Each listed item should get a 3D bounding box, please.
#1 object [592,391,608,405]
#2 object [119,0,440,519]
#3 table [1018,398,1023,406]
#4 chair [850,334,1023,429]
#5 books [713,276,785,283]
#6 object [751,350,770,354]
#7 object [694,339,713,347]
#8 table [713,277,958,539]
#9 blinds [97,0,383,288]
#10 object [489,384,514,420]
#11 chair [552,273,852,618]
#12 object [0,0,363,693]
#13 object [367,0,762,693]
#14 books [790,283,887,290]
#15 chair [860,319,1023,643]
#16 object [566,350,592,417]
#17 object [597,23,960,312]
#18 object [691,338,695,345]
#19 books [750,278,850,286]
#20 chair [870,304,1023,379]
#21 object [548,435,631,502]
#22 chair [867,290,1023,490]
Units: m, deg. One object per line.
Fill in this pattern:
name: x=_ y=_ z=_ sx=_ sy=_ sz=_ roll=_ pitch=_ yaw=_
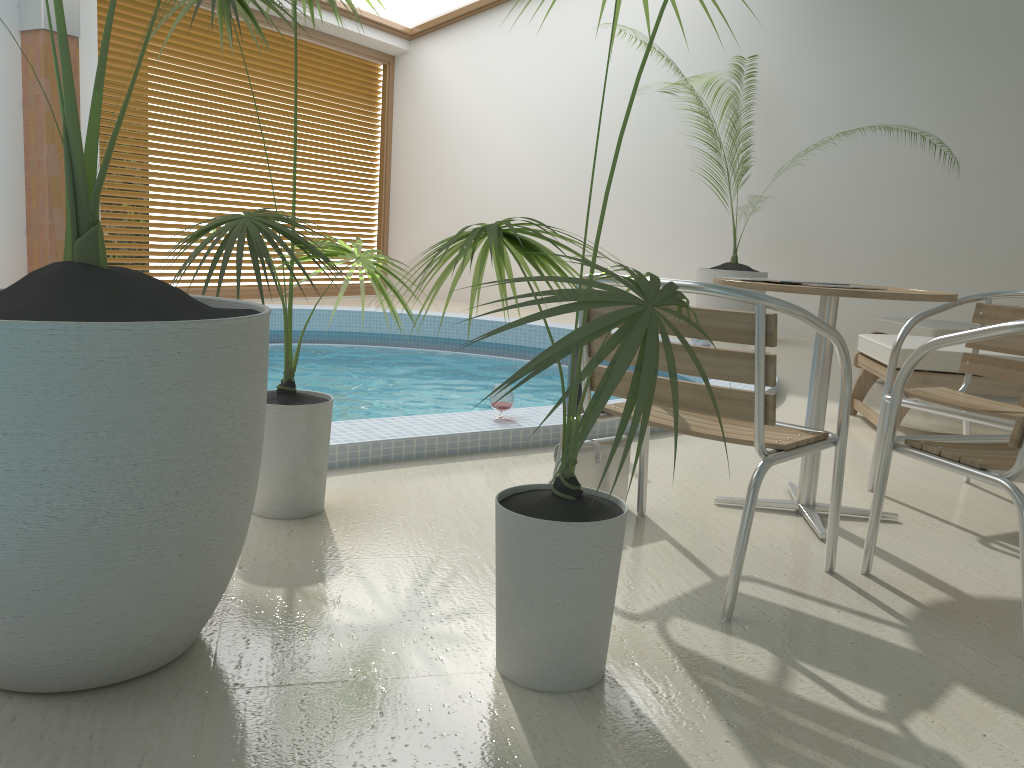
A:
object: x=0.417 y=0.026 z=4.068 sx=0.102 sy=0.137 sz=0.102 roll=11 pitch=12 yaw=38
object: x=-0.653 y=-0.491 z=2.493 sx=0.791 sy=1.695 sz=1.059 roll=6 pitch=10 yaw=17
table: x=2.957 y=0.080 z=4.784 sx=0.283 sy=0.255 sz=0.320 roll=5 pitch=9 yaw=8
chair: x=2.673 y=-0.140 z=4.123 sx=1.903 sy=0.866 sz=0.861 roll=5 pitch=9 yaw=8
books: x=0.760 y=-0.319 z=2.726 sx=0.241 sy=0.004 sz=0.166 roll=0 pitch=10 yaw=-18
object: x=1.906 y=-0.215 z=6.810 sx=0.140 sy=0.069 sz=0.140 roll=3 pitch=9 yaw=-1
object: x=1.436 y=-0.298 z=6.657 sx=0.140 sy=0.069 sz=0.140 roll=3 pitch=9 yaw=-1
table: x=0.951 y=0.054 z=2.762 sx=0.700 sy=0.720 sz=0.700 roll=-4 pitch=12 yaw=-40
blinds: x=-2.889 y=-2.434 z=9.731 sx=0.095 sy=2.921 sz=4.414 roll=9 pitch=11 yaw=30
object: x=-0.042 y=0.071 z=3.621 sx=0.102 sy=0.137 sz=0.102 roll=11 pitch=12 yaw=38
chair: x=0.479 y=0.094 z=2.278 sx=0.618 sy=0.727 sz=0.563 roll=12 pitch=12 yaw=42
object: x=-0.649 y=-0.996 z=1.617 sx=2.729 sy=2.960 sz=2.979 roll=-5 pitch=12 yaw=-42
object: x=0.209 y=-0.288 z=1.546 sx=0.791 sy=1.695 sz=1.059 roll=-1 pitch=10 yaw=-24
books: x=0.951 y=-0.290 z=2.616 sx=0.241 sy=0.004 sz=0.166 roll=0 pitch=10 yaw=-18
chair: x=1.284 y=0.167 z=2.121 sx=0.618 sy=0.727 sz=0.563 roll=0 pitch=10 yaw=-17
object: x=0.288 y=-0.083 z=3.746 sx=0.109 sy=0.435 sz=0.109 roll=-1 pitch=10 yaw=-25
object: x=2.233 y=-1.876 z=8.104 sx=2.979 sy=2.960 sz=2.729 roll=2 pitch=9 yaw=-5
object: x=1.446 y=-0.327 z=6.838 sx=0.140 sy=0.069 sz=0.140 roll=3 pitch=9 yaw=-1
books: x=0.860 y=-0.308 z=2.668 sx=0.241 sy=0.004 sz=0.166 roll=0 pitch=10 yaw=-18
chair: x=3.403 y=-0.358 z=5.740 sx=1.903 sy=0.866 sz=0.861 roll=2 pitch=9 yaw=-8
object: x=0.232 y=0.275 z=2.692 sx=0.272 sy=0.223 sz=0.081 roll=-4 pitch=12 yaw=-39
chair: x=1.621 y=0.057 z=2.921 sx=0.563 sy=0.727 sz=0.618 roll=-1 pitch=10 yaw=-27
